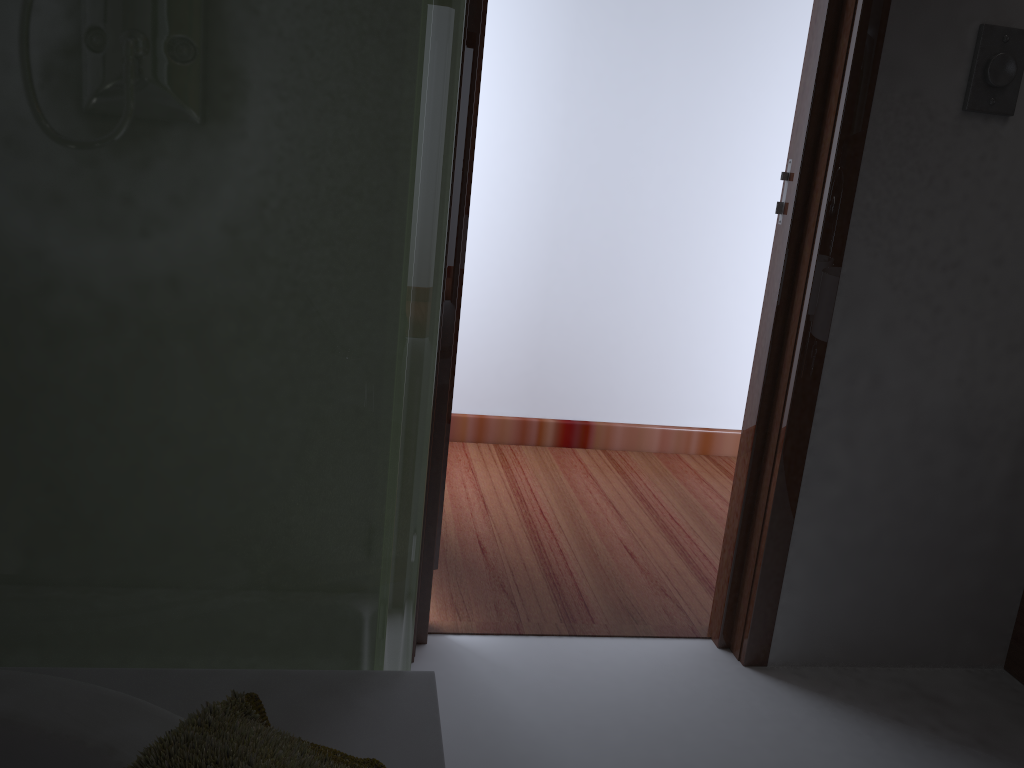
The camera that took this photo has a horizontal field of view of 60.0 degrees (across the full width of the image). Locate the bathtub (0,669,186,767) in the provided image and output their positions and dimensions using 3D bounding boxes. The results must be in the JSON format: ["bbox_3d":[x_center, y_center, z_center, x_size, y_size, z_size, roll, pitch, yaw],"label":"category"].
[{"bbox_3d":[-0.494,0.697,0.174,0.881,0.424,1.683,4,14,-9],"label":"bathtub"}]

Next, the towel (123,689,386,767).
[{"bbox_3d":[-0.142,0.624,0.547,0.349,0.452,0.890,2,14,-15],"label":"towel"}]

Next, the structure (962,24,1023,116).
[{"bbox_3d":[0.964,-0.622,1.759,0.109,0.164,0.028,4,14,-9],"label":"structure"}]

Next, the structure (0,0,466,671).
[{"bbox_3d":[-0.616,-0.345,1.207,1.015,2.079,0.765,4,14,-9],"label":"structure"}]

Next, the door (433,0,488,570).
[{"bbox_3d":[-0.263,-0.515,2.105,0.095,1.780,0.708,-3,16,-33],"label":"door"}]
